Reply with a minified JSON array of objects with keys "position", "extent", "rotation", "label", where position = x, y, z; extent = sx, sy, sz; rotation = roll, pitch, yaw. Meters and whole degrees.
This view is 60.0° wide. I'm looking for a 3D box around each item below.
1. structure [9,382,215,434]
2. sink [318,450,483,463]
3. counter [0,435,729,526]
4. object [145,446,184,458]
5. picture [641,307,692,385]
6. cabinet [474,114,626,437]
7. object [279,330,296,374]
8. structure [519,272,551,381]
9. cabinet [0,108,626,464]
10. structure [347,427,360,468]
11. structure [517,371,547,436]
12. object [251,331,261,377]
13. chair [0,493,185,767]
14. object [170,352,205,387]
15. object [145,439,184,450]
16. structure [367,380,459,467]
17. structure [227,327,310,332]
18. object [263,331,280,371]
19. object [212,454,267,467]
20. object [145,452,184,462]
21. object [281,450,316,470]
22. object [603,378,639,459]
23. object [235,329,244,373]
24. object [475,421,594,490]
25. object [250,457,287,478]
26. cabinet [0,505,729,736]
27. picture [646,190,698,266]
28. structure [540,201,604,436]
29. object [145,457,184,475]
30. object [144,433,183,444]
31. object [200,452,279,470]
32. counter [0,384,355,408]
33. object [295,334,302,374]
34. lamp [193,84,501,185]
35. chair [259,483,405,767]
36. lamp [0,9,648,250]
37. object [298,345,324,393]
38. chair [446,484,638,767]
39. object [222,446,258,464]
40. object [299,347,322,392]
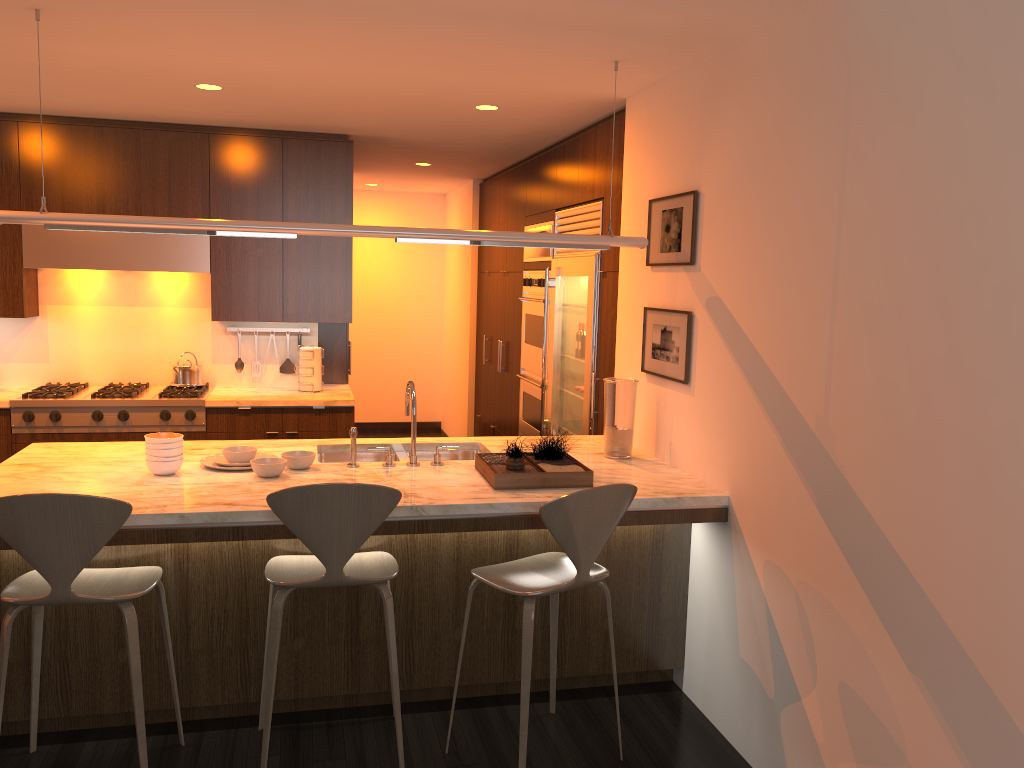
[{"position":[-2.459,0.039,5.593],"extent":[1.067,0.422,0.824],"rotation":[0,7,-13],"label":"structure"},{"position":[-0.480,0.427,3.978],"extent":[0.813,0.176,0.457],"rotation":[0,7,-13],"label":"sink"},{"position":[-0.655,0.357,3.620],"extent":[2.711,0.038,1.280],"rotation":[0,7,-13],"label":"counter"},{"position":[-1.330,0.269,3.396],"extent":[0.140,0.062,0.139],"rotation":[0,7,-13],"label":"object"},{"position":[0.666,-0.177,3.867],"extent":[0.012,0.300,0.496],"rotation":[0,7,-13],"label":"picture"},{"position":[0.410,-0.331,6.496],"extent":[0.690,2.540,3.924],"rotation":[0,7,-13],"label":"cabinet"},{"position":[-1.530,-0.218,6.053],"extent":[0.112,0.303,0.036],"rotation":[0,7,-13],"label":"object"},{"position":[0.447,-0.138,6.286],"extent":[0.687,1.294,0.743],"rotation":[0,7,-13],"label":"structure"},{"position":[-1.496,-0.328,4.074],"extent":[5.521,2.997,7.728],"rotation":[0,7,-13],"label":"cabinet"},{"position":[-0.646,0.258,3.616],"extent":[0.050,0.161,0.067],"rotation":[0,7,-13],"label":"structure"},{"position":[0.134,0.215,6.256],"extent":[0.064,0.544,0.710],"rotation":[0,7,-13],"label":"structure"},{"position":[-1.730,-0.205,5.992],"extent":[0.066,0.314,0.004],"rotation":[0,7,-13],"label":"object"},{"position":[-1.383,0.804,2.850],"extent":[0.520,1.047,0.506],"rotation":[1,7,-8],"label":"chair"},{"position":[-2.122,-0.103,5.800],"extent":[0.221,0.218,0.221],"rotation":[-2,8,-29],"label":"object"},{"position":[-1.330,0.247,3.394],"extent":[0.140,0.064,0.139],"rotation":[-4,9,-39],"label":"object"},{"position":[-0.390,0.165,3.700],"extent":[0.310,0.341,0.321],"rotation":[5,7,24],"label":"structure"},{"position":[-1.645,-0.366,5.998],"extent":[0.541,0.031,0.048],"rotation":[0,7,-10],"label":"structure"},{"position":[-1.633,-0.224,6.011],"extent":[0.114,0.271,0.008],"rotation":[0,7,-13],"label":"object"},{"position":[-1.104,0.313,3.601],"extent":[0.217,0.025,0.216],"rotation":[2,7,4],"label":"object"},{"position":[-1.331,0.291,3.400],"extent":[0.140,0.068,0.139],"rotation":[-2,8,-30],"label":"object"},{"position":[-0.858,0.309,3.565],"extent":[0.139,0.059,0.138],"rotation":[3,7,12],"label":"object"},{"position":[0.480,0.154,3.965],"extent":[0.159,0.349,0.159],"rotation":[-4,9,-39],"label":"object"},{"position":[-1.833,-0.220,5.962],"extent":[0.061,0.296,0.020],"rotation":[0,7,-15],"label":"object"},{"position":[0.126,0.250,3.567],"extent":[0.497,0.231,0.503],"rotation":[0,7,-13],"label":"object"},{"position":[-0.937,0.325,3.415],"extent":[0.139,0.059,0.138],"rotation":[3,7,12],"label":"object"},{"position":[-0.668,0.811,3.673],"extent":[2.713,0.876,1.281],"rotation":[0,7,-13],"label":"cabinet"},{"position":[0.680,-0.659,3.812],"extent":[0.012,0.298,0.493],"rotation":[0,7,-13],"label":"picture"},{"position":[0.619,0.006,5.454],"extent":[0.687,2.129,0.915],"rotation":[0,7,-13],"label":"structure"},{"position":[-1.332,0.315,3.402],"extent":[0.140,0.059,0.139],"rotation":[-1,7,-22],"label":"object"},{"position":[-1.330,0.226,3.392],"extent":[0.140,0.062,0.139],"rotation":[1,7,-5],"label":"object"},{"position":[-1.104,0.317,3.602],"extent":[0.310,0.021,0.309],"rotation":[0,7,-13],"label":"object"},{"position":[-2.723,0.128,5.059],"extent":[3.616,0.038,3.187],"rotation":[0,7,-13],"label":"counter"},{"position":[-1.451,-0.201,6.057],"extent":[0.063,0.281,0.063],"rotation":[-3,8,-36],"label":"object"},{"position":[-8.395,-1.735,4.271],"extent":[16.431,0.171,5.868],"rotation":[0,7,-14],"label":"lamp"},{"position":[-0.622,0.799,3.073],"extent":[0.520,1.047,0.506],"rotation":[0,7,-13],"label":"chair"},{"position":[-0.634,-0.942,3.426],"extent":[2.465,0.765,0.120],"rotation":[0,7,-13],"label":"lamp"},{"position":[-1.342,-0.102,5.877],"extent":[0.160,0.304,0.168],"rotation":[6,8,30],"label":"object"},{"position":[0.128,0.818,3.093],"extent":[0.520,1.047,0.506],"rotation":[-4,9,-38],"label":"chair"},{"position":[-1.104,0.292,3.599],"extent":[0.139,0.059,0.138],"rotation":[3,7,12],"label":"object"},{"position":[-1.334,-0.099,5.872],"extent":[0.144,0.286,0.149],"rotation":[-3,8,-31],"label":"object"}]
